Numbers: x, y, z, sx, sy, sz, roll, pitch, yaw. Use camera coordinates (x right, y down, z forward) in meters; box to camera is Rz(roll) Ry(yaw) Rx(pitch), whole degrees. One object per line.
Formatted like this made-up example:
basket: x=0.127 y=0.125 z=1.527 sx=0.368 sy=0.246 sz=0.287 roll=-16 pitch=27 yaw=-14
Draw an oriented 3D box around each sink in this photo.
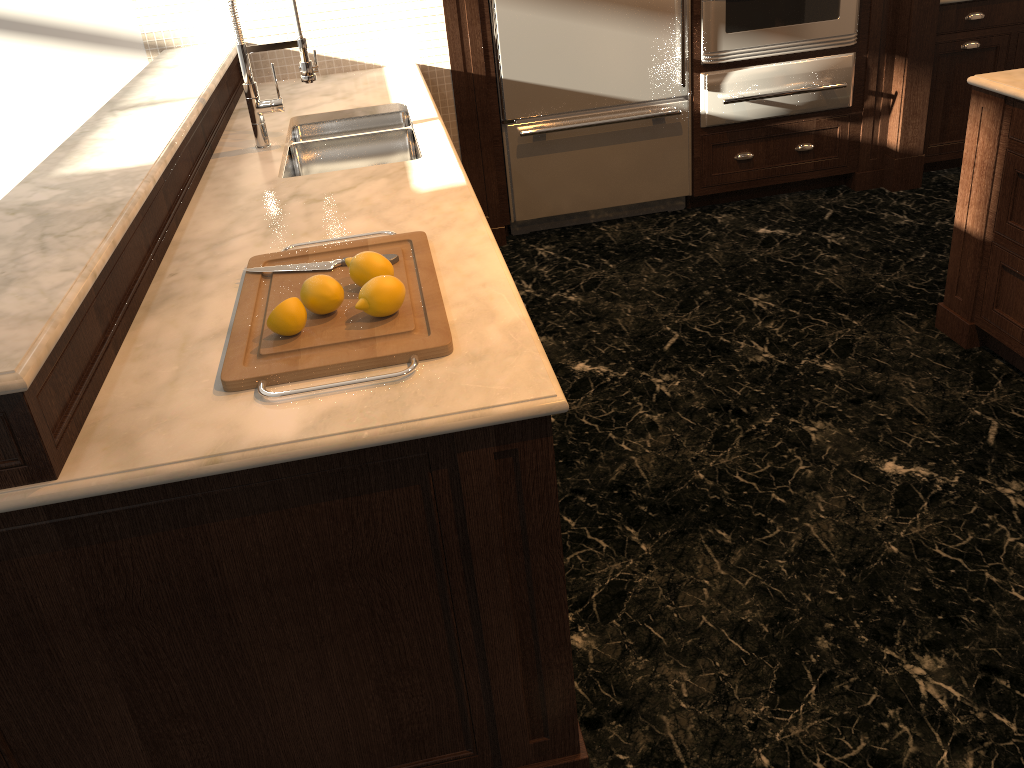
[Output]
sink: x=-0.511 y=-0.684 z=2.910 sx=0.458 sy=0.205 sz=0.830 roll=-9 pitch=30 yaw=-6

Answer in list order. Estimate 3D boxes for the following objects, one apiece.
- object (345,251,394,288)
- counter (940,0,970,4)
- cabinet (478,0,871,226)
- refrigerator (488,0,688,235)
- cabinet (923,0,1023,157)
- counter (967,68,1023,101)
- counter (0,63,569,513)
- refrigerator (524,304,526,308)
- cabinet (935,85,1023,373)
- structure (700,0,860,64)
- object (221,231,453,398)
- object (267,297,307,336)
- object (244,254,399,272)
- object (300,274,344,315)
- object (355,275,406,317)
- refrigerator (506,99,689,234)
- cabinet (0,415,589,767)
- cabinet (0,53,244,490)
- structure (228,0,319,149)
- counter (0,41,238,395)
object: x=-0.270 y=-0.217 z=1.688 sx=0.083 sy=0.071 sz=0.082 roll=-16 pitch=30 yaw=-17
counter: x=2.806 y=-2.114 z=4.542 sx=1.858 sy=0.031 sz=0.735 roll=-10 pitch=30 yaw=-7
cabinet: x=0.690 y=-2.096 z=4.094 sx=1.845 sy=2.333 sz=0.784 roll=-10 pitch=27 yaw=-7
refrigerator: x=0.308 y=-1.818 z=4.157 sx=0.891 sy=2.043 sz=0.712 roll=-10 pitch=27 yaw=-6
cabinet: x=2.899 y=-1.616 z=4.420 sx=1.793 sy=0.720 sz=0.059 roll=-10 pitch=27 yaw=-7
counter: x=1.228 y=-0.039 z=1.255 sx=2.317 sy=0.031 sz=3.494 roll=-9 pitch=30 yaw=-6
counter: x=-0.679 y=-0.595 z=2.551 sx=1.055 sy=0.031 sz=2.976 roll=-9 pitch=30 yaw=-6
refrigerator: x=-0.190 y=0.259 z=1.878 sx=0.573 sy=0.836 sz=0.396 roll=-10 pitch=28 yaw=-6
cabinet: x=1.271 y=0.352 z=1.454 sx=2.318 sy=0.849 sz=3.494 roll=-9 pitch=30 yaw=-6
structure: x=1.184 y=-1.860 z=4.319 sx=0.763 sy=0.375 sz=0.690 roll=-10 pitch=30 yaw=-6
object: x=-0.332 y=-0.163 z=1.694 sx=0.385 sy=0.021 sz=0.692 roll=-9 pitch=30 yaw=-6
object: x=-0.391 y=-0.118 z=1.542 sx=0.064 sy=0.066 sz=0.076 roll=20 pitch=38 yaw=39
object: x=-0.396 y=-0.242 z=1.811 sx=0.330 sy=0.013 sz=0.043 roll=-4 pitch=30 yaw=3
object: x=-0.346 y=-0.164 z=1.608 sx=0.082 sy=0.069 sz=0.084 roll=-4 pitch=29 yaw=3
object: x=-0.232 y=-0.157 z=1.577 sx=0.081 sy=0.069 sz=0.086 roll=-2 pitch=29 yaw=7
refrigerator: x=0.426 y=-1.027 z=4.250 sx=0.903 sy=0.551 sz=0.152 roll=-10 pitch=27 yaw=-7
cabinet: x=-0.634 y=-0.217 z=2.741 sx=1.027 sy=0.879 sz=2.954 roll=-9 pitch=30 yaw=-6
cabinet: x=-1.044 y=-0.614 z=2.472 sx=0.293 sy=0.147 sz=2.943 roll=-9 pitch=30 yaw=-6
structure: x=-0.724 y=-1.000 z=2.716 sx=0.244 sy=0.511 sz=0.053 roll=-10 pitch=27 yaw=-7
counter: x=-1.051 y=-0.687 z=2.422 sx=0.328 sy=0.031 sz=2.962 roll=-9 pitch=30 yaw=-6
